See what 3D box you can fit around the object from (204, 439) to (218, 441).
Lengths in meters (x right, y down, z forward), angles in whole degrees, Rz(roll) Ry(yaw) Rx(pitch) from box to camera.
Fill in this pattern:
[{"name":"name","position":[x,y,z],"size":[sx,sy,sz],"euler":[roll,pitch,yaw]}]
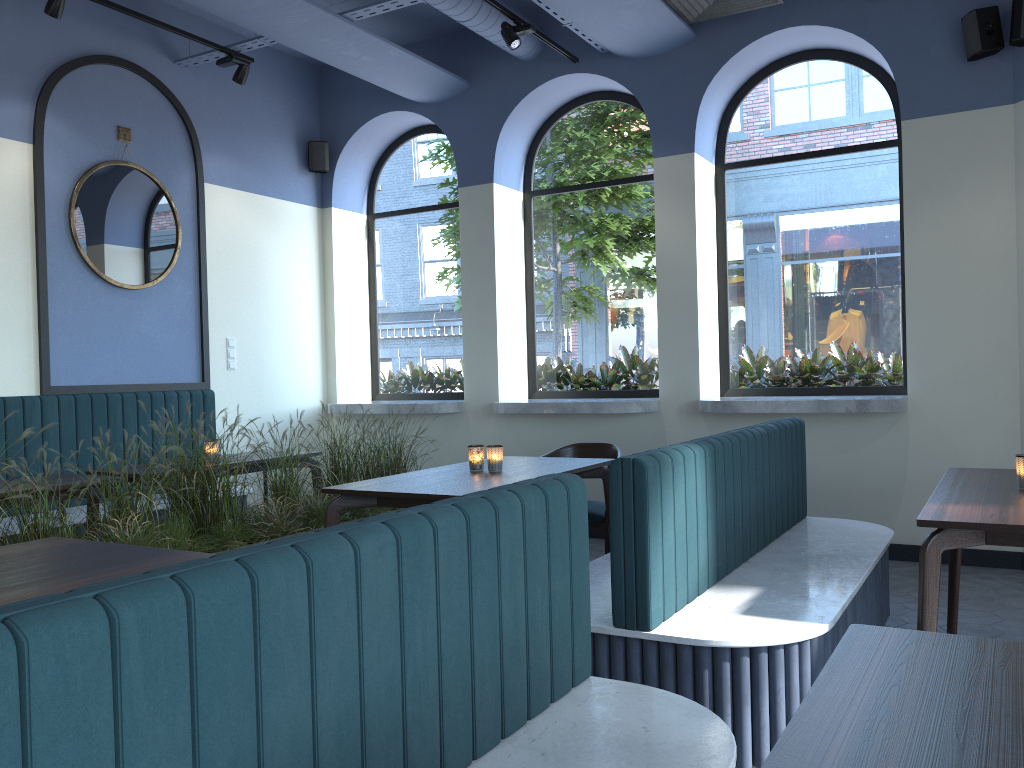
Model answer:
[{"name":"object","position":[-1.725,0.378,5.094],"size":[0.078,0.120,0.078],"euler":[-1,1,13]}]

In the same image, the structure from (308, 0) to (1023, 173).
[{"name":"structure","position":[-1.690,-1.857,0.907],"size":[7.261,0.268,13.143],"euler":[-1,1,13]}]

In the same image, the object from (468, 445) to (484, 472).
[{"name":"object","position":[-0.166,0.346,4.139],"size":[0.078,0.120,0.078],"euler":[-2,1,-43]}]

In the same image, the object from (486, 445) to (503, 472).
[{"name":"object","position":[-0.079,0.345,4.095],"size":[0.078,0.120,0.078],"euler":[-2,1,-43]}]

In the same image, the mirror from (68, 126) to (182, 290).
[{"name":"mirror","position":[-3.444,-1.144,4.439],"size":[0.026,1.089,4.357],"euler":[-1,1,30]}]

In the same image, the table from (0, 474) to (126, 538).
[{"name":"table","position":[-2.386,0.845,3.855],"size":[0.548,0.755,1.332],"euler":[-1,1,30]}]

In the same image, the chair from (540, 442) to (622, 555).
[{"name":"chair","position":[0.368,0.744,4.971],"size":[0.618,0.793,0.525],"euler":[-1,1,29]}]

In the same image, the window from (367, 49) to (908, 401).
[{"name":"window","position":[1.820,-1.052,1.386],"size":[3.897,2.394,14.212],"euler":[-2,1,-10]}]

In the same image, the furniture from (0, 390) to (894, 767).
[{"name":"furniture","position":[-1.368,0.626,3.303],"size":[4.703,1.150,4.800],"euler":[-1,1,30]}]

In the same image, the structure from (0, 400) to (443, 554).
[{"name":"structure","position":[-1.665,0.603,3.472],"size":[1.143,1.207,4.878],"euler":[-1,1,31]}]

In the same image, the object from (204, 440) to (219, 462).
[{"name":"object","position":[-1.694,0.378,5.001],"size":[0.078,0.120,0.078],"euler":[-1,1,13]}]

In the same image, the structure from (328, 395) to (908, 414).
[{"name":"structure","position":[1.638,0.181,1.343],"size":[4.315,0.080,14.155],"euler":[-2,1,-9]}]

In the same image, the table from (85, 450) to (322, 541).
[{"name":"table","position":[-1.695,0.815,5.072],"size":[0.548,0.755,1.332],"euler":[-1,1,30]}]

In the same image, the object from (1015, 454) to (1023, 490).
[{"name":"object","position":[1.786,0.306,3.066],"size":[0.078,0.120,0.078],"euler":[-2,1,-43]}]
